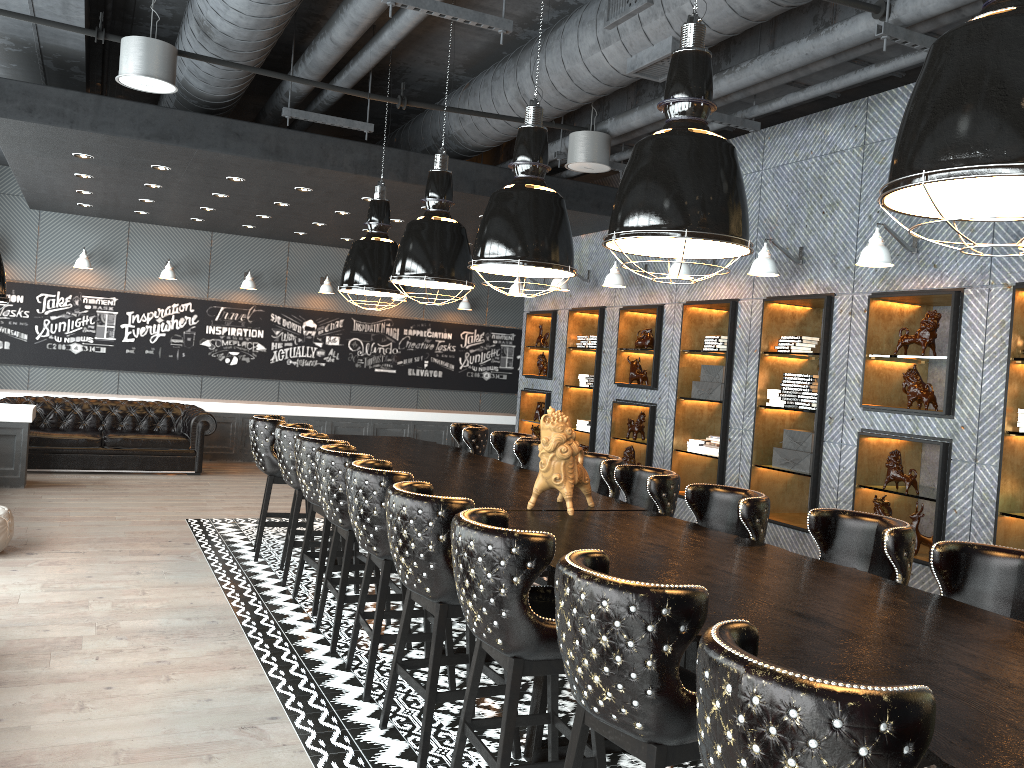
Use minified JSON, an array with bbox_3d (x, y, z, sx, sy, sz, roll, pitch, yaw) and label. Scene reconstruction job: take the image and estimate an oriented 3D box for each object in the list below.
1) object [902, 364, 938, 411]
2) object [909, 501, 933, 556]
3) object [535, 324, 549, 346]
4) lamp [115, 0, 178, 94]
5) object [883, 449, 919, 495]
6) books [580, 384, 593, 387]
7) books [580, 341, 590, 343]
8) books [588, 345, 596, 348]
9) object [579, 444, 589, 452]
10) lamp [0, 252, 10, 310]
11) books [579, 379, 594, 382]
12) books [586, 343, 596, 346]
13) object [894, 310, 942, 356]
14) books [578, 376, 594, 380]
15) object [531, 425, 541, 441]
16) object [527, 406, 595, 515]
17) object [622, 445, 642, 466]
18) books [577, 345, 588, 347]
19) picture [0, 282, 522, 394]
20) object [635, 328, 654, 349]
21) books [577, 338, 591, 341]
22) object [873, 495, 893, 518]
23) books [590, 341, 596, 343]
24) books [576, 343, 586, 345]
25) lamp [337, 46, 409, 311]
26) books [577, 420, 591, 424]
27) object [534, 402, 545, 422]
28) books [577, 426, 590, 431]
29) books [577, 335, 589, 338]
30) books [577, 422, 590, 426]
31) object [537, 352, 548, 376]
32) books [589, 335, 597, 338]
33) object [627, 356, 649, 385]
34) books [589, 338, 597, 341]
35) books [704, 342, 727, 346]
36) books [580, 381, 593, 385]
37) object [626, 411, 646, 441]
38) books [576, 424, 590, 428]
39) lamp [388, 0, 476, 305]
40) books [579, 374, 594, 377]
[{"bbox_3d":[2.796,0.034,6.068,0.158,0.338,0.242,4,1,-21],"label":"object"},{"bbox_3d":[2.793,0.983,6.017,0.198,0.358,0.116,4,1,4],"label":"object"},{"bbox_3d":[0.393,-0.609,11.056,0.097,0.290,0.290,4,1,-27],"label":"object"},{"bbox_3d":[-2.352,-2.473,5.802,0.380,1.045,0.381,5,1,33],"label":"lamp"},{"bbox_3d":[2.681,0.601,6.102,0.134,0.294,0.257,4,1,-18],"label":"object"},{"bbox_3d":[0.923,0.024,10.105,0.245,0.028,0.193,4,1,-30],"label":"books"},{"bbox_3d":[0.928,-0.481,10.279,0.193,0.028,0.245,4,1,-19],"label":"books"},{"bbox_3d":[1.013,-0.413,10.004,0.245,0.028,0.193,5,2,43],"label":"books"},{"bbox_3d":[0.890,0.815,10.152,0.314,0.251,0.157,4,1,-10],"label":"object"},{"bbox_3d":[-2.133,-1.331,3.488,0.391,2.161,0.391,4,1,19],"label":"lamp"},{"bbox_3d":[0.918,-0.033,10.100,0.245,0.028,0.193,4,1,-26],"label":"books"},{"bbox_3d":[0.993,-0.443,10.009,0.193,0.028,0.245,3,1,-39],"label":"books"},{"bbox_3d":[2.804,-0.352,6.117,0.152,0.325,0.292,4,1,-28],"label":"object"},{"bbox_3d":[0.901,-0.063,10.113,0.245,0.028,0.193,4,1,-23],"label":"books"},{"bbox_3d":[0.326,0.697,11.097,0.169,0.362,0.269,4,1,-33],"label":"object"},{"bbox_3d":[0.287,0.389,4.576,0.249,0.545,0.475,5,1,27],"label":"object"},{"bbox_3d":[1.240,0.829,9.099,0.177,0.388,0.338,4,1,-18],"label":"object"},{"bbox_3d":[0.888,-0.427,10.262,0.193,0.028,0.245,4,1,-22],"label":"books"},{"bbox_3d":[-1.885,-0.512,14.359,12.462,1.103,0.200,4,1,-26],"label":"picture"},{"bbox_3d":[1.360,-0.464,9.095,0.138,0.222,0.278,4,1,-26],"label":"object"},{"bbox_3d":[0.894,-0.512,10.261,0.193,0.028,0.245,4,1,-21],"label":"books"},{"bbox_3d":[2.653,0.972,6.237,0.168,0.359,0.266,4,1,-33],"label":"object"},{"bbox_3d":[1.043,-0.468,10.034,0.193,0.028,0.245,3,2,-44],"label":"books"},{"bbox_3d":[0.872,-0.457,10.276,0.193,0.028,0.245,4,1,-14],"label":"books"},{"bbox_3d":[-1.122,-1.789,7.629,0.621,2.302,0.621,4,1,19],"label":"lamp"},{"bbox_3d":[0.883,0.433,10.133,0.225,0.029,0.179,3,2,-43],"label":"books"},{"bbox_3d":[0.388,0.347,11.132,0.126,0.249,0.253,5,1,39],"label":"object"},{"bbox_3d":[0.886,0.512,10.126,0.243,0.034,0.179,5,1,34],"label":"books"},{"bbox_3d":[0.896,-0.540,10.260,0.193,0.028,0.245,4,1,-29],"label":"books"},{"bbox_3d":[0.895,0.460,10.147,0.243,0.024,0.175,3,1,-34],"label":"books"},{"bbox_3d":[0.408,-0.236,11.055,0.155,0.329,0.236,4,1,-21],"label":"object"},{"bbox_3d":[1.022,-0.525,10.002,0.245,0.028,0.193,5,1,36],"label":"books"},{"bbox_3d":[1.305,-0.131,9.128,0.154,0.309,0.324,4,1,-21],"label":"object"},{"bbox_3d":[1.019,-0.497,10.003,0.245,0.028,0.193,5,2,44],"label":"books"},{"bbox_3d":[1.918,-0.366,8.129,0.193,0.028,0.245,3,1,-35],"label":"books"},{"bbox_3d":[0.914,-0.004,10.055,0.245,0.028,0.193,4,1,-17],"label":"books"},{"bbox_3d":[1.272,0.425,9.165,0.143,0.306,0.317,4,1,-30],"label":"object"},{"bbox_3d":[0.874,0.482,10.136,0.166,0.024,0.227,3,1,-39],"label":"books"},{"bbox_3d":[-0.495,-1.717,6.312,0.621,2.302,0.621,4,1,19],"label":"lamp"},{"bbox_3d":[0.914,-0.090,10.117,0.245,0.028,0.193,3,1,-33],"label":"books"}]
